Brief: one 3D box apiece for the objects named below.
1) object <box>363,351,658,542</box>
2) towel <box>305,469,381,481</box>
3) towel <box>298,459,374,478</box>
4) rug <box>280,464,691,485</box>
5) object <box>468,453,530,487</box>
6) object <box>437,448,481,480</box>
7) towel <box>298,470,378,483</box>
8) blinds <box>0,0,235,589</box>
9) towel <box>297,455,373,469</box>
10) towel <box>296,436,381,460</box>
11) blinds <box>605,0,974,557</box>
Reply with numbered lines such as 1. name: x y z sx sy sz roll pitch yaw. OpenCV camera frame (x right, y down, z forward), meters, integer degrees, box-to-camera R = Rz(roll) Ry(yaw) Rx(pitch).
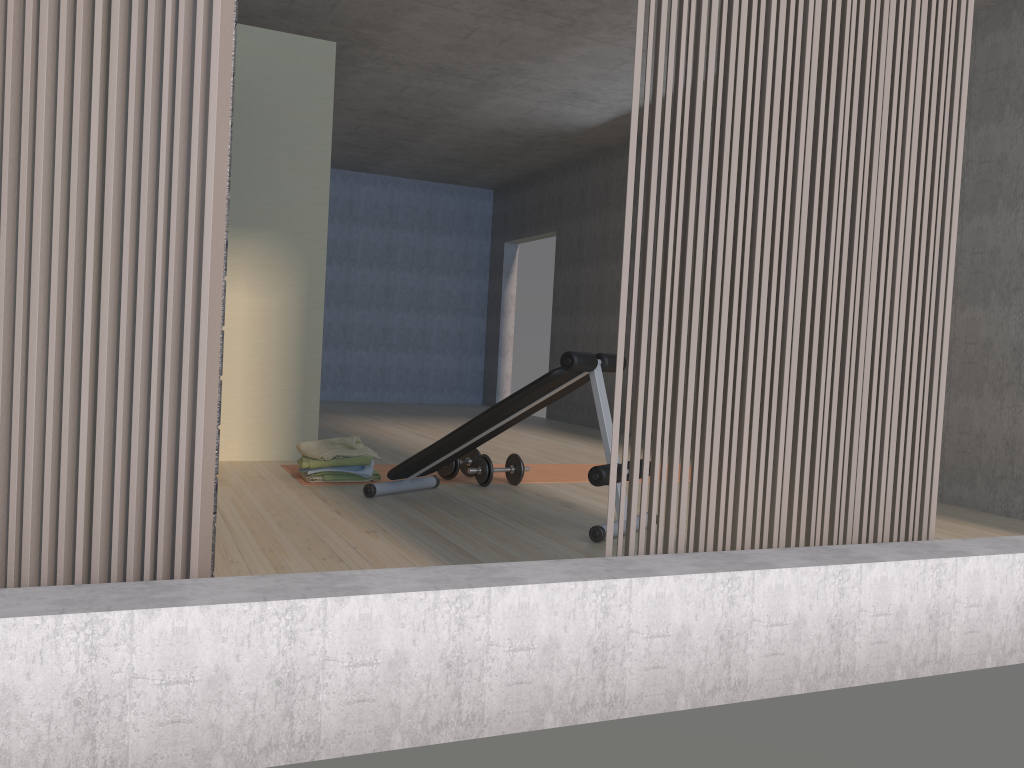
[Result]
1. object: -0.017 0.209 4.038 1.312 0.746 0.505 5 3 35
2. towel: -0.926 0.460 4.769 0.380 0.081 0.367 2 3 -26
3. towel: -0.932 0.435 4.745 0.383 0.078 0.383 3 2 -7
4. rug: 0.072 0.537 5.362 2.779 0.002 0.716 2 2 -24
5. object: -0.069 0.467 4.817 0.385 0.176 0.176 2 3 -32
6. object: -0.296 0.439 4.955 0.176 0.176 0.385 5 3 38
7. towel: -0.948 0.482 4.770 0.376 0.044 0.371 2 3 -25
8. blinds: -1.064 -0.747 1.529 1.133 2.744 0.069 2 2 -24
9. towel: -0.948 0.399 4.725 0.376 0.085 0.371 2 2 -19
10. towel: -0.933 0.344 4.748 0.384 0.123 0.373 1 3 -40
11. blinds: 0.794 -0.678 2.354 1.133 2.744 0.069 2 2 -24
